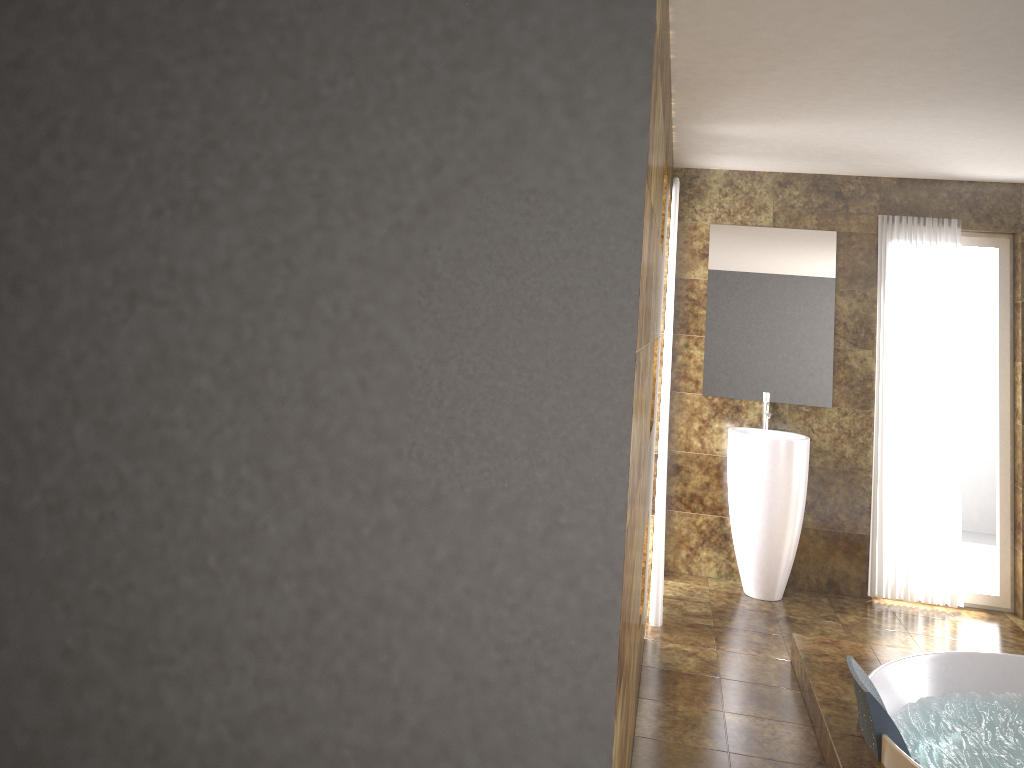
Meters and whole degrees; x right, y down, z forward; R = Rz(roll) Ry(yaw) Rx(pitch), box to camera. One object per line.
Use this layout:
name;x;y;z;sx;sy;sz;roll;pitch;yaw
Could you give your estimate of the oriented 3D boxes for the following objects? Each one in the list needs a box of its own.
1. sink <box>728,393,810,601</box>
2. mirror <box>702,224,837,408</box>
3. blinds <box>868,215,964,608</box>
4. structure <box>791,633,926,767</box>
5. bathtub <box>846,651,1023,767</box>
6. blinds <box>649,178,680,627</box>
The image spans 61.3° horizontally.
sink;1.477;0.638;5.015;0.460;1.154;0.426;3;-7;13
mirror;1.603;-0.439;5.382;0.770;1.108;0.008;4;-8;11
blinds;2.403;0.116;5.116;0.520;2.300;0.065;3;-8;11
structure;2.084;1.379;2.825;2.010;0.126;1.984;6;5;11
bathtub;2.083;1.370;2.825;1.760;0.530;1.727;8;5;42
blinds;0.843;0.033;4.670;0.068;2.311;0.585;3;-7;10
